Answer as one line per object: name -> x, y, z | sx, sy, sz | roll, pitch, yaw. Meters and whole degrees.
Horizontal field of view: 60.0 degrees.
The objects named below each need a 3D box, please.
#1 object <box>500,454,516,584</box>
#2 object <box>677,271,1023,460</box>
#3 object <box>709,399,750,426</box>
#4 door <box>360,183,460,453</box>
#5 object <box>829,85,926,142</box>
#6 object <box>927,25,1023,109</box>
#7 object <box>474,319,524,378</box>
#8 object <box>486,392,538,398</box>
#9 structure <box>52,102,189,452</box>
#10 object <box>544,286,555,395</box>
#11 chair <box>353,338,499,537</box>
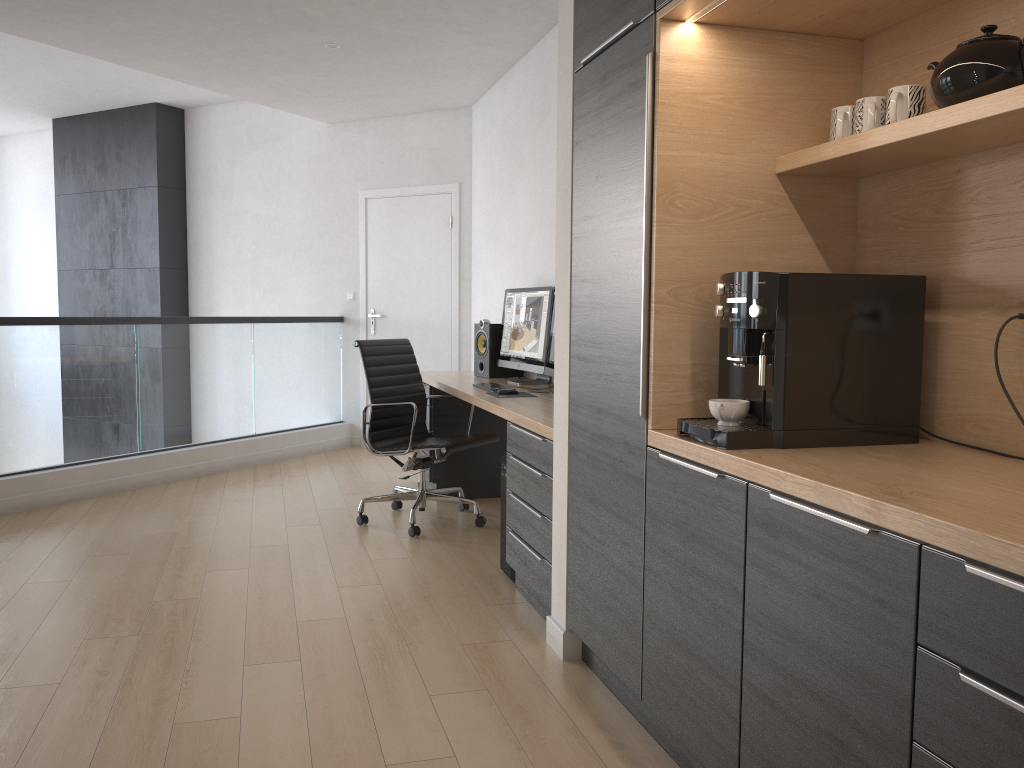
object -> 0.200, 0.576, 3.864 | 0.474, 0.527, 0.215 | -1, 5, -16
object -> 0.751, -0.052, 1.970 | 0.584, 0.398, 0.618 | -1, 5, -15
object -> 0.510, 0.068, 2.091 | 0.099, 0.057, 0.095 | -1, 5, -13
door -> -0.835, -0.504, 7.144 | 0.974, 2.136, 0.085 | 3, 5, 29
object -> 0.857, -0.624, 2.108 | 0.112, 0.105, 0.297 | -1, 5, -14
object -> 0.955, -0.629, 1.774 | 0.213, 0.171, 0.240 | 2, 5, 21
object -> -0.084, -0.220, 5.448 | 0.249, 0.354, 0.198 | -2, 5, -31
object -> -0.005, 0.051, 4.288 | 0.200, 0.002, 0.250 | -1, 5, -16
structure -> -3.896, 0.604, 8.544 | 1.500, 6.351, 0.722 | 3, 5, 29
object -> 0.295, -0.213, 4.281 | 0.190, 0.535, 0.716 | 0, 5, -11
chair -> -0.461, 0.257, 4.837 | 0.699, 0.991, 0.664 | 4, 6, 35
